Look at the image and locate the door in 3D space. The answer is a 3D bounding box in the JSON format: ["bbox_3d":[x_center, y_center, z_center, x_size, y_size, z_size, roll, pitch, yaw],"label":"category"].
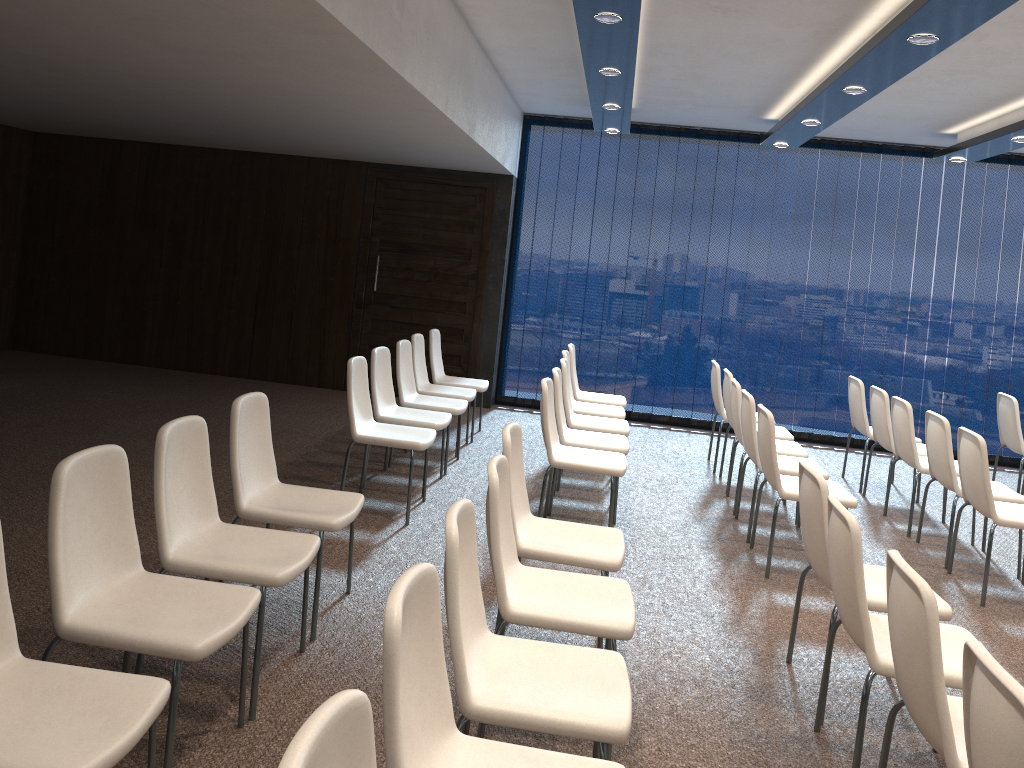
[{"bbox_3d":[-0.962,-1.046,9.345,1.403,2.403,0.268,6,0,7],"label":"door"}]

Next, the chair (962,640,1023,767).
[{"bbox_3d":[1.185,1.038,1.733,0.559,0.899,0.532,6,2,7],"label":"chair"}]

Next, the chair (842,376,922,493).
[{"bbox_3d":[3.073,0.416,7.309,0.559,0.899,0.533,6,2,6],"label":"chair"}]

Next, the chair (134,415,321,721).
[{"bbox_3d":[-1.010,0.604,3.181,0.559,0.899,0.533,6,2,5],"label":"chair"}]

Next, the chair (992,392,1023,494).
[{"bbox_3d":[4.267,0.557,7.171,0.559,0.899,0.532,6,2,9],"label":"chair"}]

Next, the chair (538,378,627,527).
[{"bbox_3d":[0.408,0.448,5.234,0.559,0.899,0.532,6,2,8],"label":"chair"}]

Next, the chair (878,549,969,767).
[{"bbox_3d":[1.272,0.958,2.340,0.559,0.899,0.532,6,2,8],"label":"chair"}]

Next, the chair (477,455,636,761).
[{"bbox_3d":[0.149,0.742,3.043,0.559,0.899,0.533,6,2,5],"label":"chair"}]

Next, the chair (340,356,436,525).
[{"bbox_3d":[-0.757,0.310,5.368,0.559,0.899,0.533,6,2,5],"label":"chair"}]

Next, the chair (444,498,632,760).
[{"bbox_3d":[0.053,0.821,2.430,0.559,0.899,0.533,6,2,5],"label":"chair"}]

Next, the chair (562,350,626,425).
[{"bbox_3d":[0.633,0.209,7.031,0.559,0.899,0.532,6,2,6],"label":"chair"}]

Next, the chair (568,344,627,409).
[{"bbox_3d":[0.720,0.129,7.636,0.559,0.899,0.532,6,2,7],"label":"chair"}]

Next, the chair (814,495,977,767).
[{"bbox_3d":[1.314,0.877,2.928,0.559,0.899,0.532,6,2,8],"label":"chair"}]

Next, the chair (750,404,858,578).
[{"bbox_3d":[1.662,0.603,5.043,0.559,0.899,0.532,6,2,6],"label":"chair"}]

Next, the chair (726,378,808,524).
[{"bbox_3d":[1.799,0.443,6.236,0.559,0.899,0.532,6,2,9],"label":"chair"}]

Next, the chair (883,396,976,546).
[{"bbox_3d":[2.937,0.572,6.144,0.559,0.899,0.532,6,2,6],"label":"chair"}]

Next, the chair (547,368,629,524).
[{"bbox_3d":[0.498,0.374,5.805,0.559,0.899,0.532,6,2,6],"label":"chair"}]

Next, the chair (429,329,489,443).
[{"bbox_3d":[-0.490,-0.010,7.747,0.559,0.899,0.533,6,2,6],"label":"chair"}]

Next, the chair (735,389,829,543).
[{"bbox_3d":[1.725,0.521,5.654,0.559,0.899,0.532,6,2,6],"label":"chair"}]

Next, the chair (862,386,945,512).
[{"bbox_3d":[3.009,0.499,6.695,0.559,0.899,0.533,6,2,5],"label":"chair"}]

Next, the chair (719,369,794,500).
[{"bbox_3d":[1.895,0.364,6.847,0.559,0.899,0.532,6,2,8],"label":"chair"}]

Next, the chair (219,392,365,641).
[{"bbox_3d":[-0.946,0.520,3.795,0.559,0.899,0.533,6,2,5],"label":"chair"}]

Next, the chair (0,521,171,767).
[{"bbox_3d":[-1.128,0.762,2.011,0.559,0.899,0.533,6,2,5],"label":"chair"}]

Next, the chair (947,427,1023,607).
[{"bbox_3d":[2.799,0.735,4.934,0.559,0.899,0.532,6,2,8],"label":"chair"}]

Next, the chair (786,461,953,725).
[{"bbox_3d":[1.404,0.803,3.497,0.558,0.899,0.533,6,2,5],"label":"chair"}]

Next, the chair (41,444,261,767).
[{"bbox_3d":[-1.082,0.677,2.631,0.559,0.899,0.532,6,2,6],"label":"chair"}]

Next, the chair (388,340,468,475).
[{"bbox_3d":[-0.622,0.146,6.585,0.559,0.899,0.532,6,2,7],"label":"chair"}]

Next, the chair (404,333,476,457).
[{"bbox_3d":[-0.581,0.065,7.173,0.559,0.899,0.532,6,2,6],"label":"chair"}]

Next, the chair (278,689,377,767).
[{"bbox_3d":[-0.082,0.980,1.250,0.559,0.899,0.532,6,2,9],"label":"chair"}]

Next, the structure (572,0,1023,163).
[{"bbox_3d":[6.835,-1.302,3.873,13.167,0.229,8.128,7,8,7],"label":"structure"}]

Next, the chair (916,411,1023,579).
[{"bbox_3d":[2.892,0.658,5.528,0.559,0.899,0.532,6,2,7],"label":"chair"}]

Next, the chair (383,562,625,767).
[{"bbox_3d":[-0.020,0.897,1.858,0.559,0.899,0.532,6,2,8],"label":"chair"}]

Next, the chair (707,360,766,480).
[{"bbox_3d":[1.941,0.278,7.470,0.559,0.899,0.532,6,2,8],"label":"chair"}]

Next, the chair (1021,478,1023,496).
[{"bbox_3d":[4.176,0.632,6.594,0.559,0.899,0.532,6,2,7],"label":"chair"}]

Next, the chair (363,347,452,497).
[{"bbox_3d":[-0.709,0.225,5.984,0.559,0.899,0.532,6,2,9],"label":"chair"}]

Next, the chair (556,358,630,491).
[{"bbox_3d":[0.585,0.293,6.420,0.559,0.899,0.532,6,2,6],"label":"chair"}]

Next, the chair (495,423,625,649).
[{"bbox_3d":[0.196,0.654,3.672,0.559,0.899,0.532,6,2,8],"label":"chair"}]
